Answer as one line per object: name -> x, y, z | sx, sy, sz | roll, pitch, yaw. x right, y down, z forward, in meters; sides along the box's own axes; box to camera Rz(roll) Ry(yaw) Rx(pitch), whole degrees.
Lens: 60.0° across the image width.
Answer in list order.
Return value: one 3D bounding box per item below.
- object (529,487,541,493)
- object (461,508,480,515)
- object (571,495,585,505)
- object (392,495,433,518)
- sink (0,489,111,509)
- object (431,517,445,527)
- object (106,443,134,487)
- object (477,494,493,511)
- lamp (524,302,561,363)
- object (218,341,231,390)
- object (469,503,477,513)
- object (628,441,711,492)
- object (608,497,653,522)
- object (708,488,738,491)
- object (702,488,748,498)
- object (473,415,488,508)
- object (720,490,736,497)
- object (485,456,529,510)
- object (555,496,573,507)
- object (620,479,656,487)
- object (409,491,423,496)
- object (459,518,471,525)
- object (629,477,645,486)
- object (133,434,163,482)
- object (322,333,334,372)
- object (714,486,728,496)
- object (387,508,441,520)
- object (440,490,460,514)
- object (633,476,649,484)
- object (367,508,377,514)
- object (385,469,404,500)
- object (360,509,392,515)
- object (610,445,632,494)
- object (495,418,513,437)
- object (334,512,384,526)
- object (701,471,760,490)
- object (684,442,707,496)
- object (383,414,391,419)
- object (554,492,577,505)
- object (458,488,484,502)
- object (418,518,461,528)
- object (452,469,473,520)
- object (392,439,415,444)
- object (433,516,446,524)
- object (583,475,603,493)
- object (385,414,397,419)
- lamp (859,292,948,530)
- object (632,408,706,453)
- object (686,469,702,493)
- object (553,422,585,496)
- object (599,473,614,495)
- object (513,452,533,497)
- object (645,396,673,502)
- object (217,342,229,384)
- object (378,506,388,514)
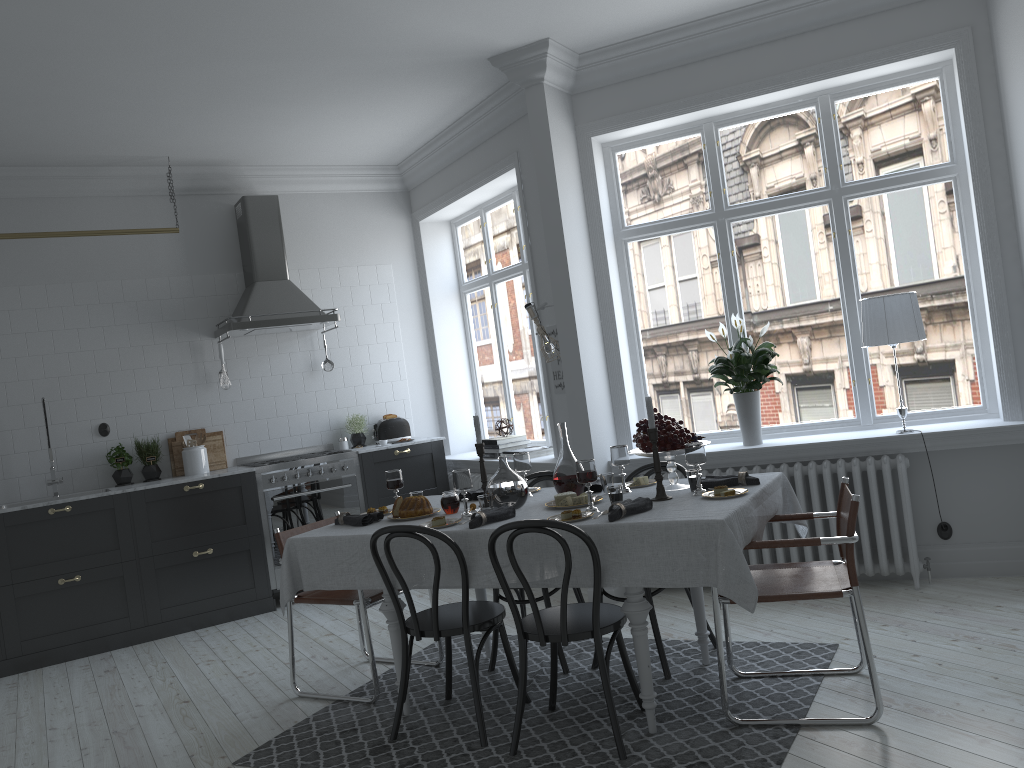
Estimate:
object -> 0.059, 0.545, 4.491 | 0.182, 0.013, 0.182 | -8, 0, -29
object -> -0.185, 0.583, 4.062 | 0.075, 0.009, 0.150 | -8, 0, 6
object -> 0.282, 0.505, 3.811 | 0.077, 0.040, 0.040 | -8, 0, -10
object -> -0.468, 0.576, 4.156 | 0.191, 0.105, 0.164 | -8, 0, -10
sink -> -3.057, 0.872, 5.969 | 0.669, 0.203, 0.384 | -8, 0, -29
object -> -0.315, 0.587, 3.777 | 0.057, 0.037, 0.021 | -8, 0, -39
object -> -2.821, 0.578, 6.386 | 0.172, 0.311, 0.179 | -8, 0, -18
object -> -0.112, 0.531, 3.861 | 0.066, 0.094, 0.066 | -8, 0, -40
lamp -> 0.282, -0.048, 5.614 | 0.312, 0.977, 0.131 | -7, 0, 36
object -> -2.207, -0.142, 6.775 | 0.076, 0.381, 0.074 | -7, 0, 42
object -> -0.188, 0.569, 4.042 | 0.031, 0.031, 0.167 | -8, 0, 6
object -> 0.709, 0.372, 3.937 | 0.367, 0.188, 0.367 | -8, 0, 12
object -> 0.458, 0.476, 3.420 | 0.165, 0.061, 0.247 | -8, 0, 11
object -> 0.886, 0.439, 3.717 | 0.131, 0.012, 0.031 | -8, 0, 24
object -> 0.856, 0.443, 3.565 | 0.182, 0.013, 0.182 | -8, 0, -19
object -> -0.143, 0.362, 4.186 | 0.089, 0.432, 0.089 | -8, 0, -6
object -> 0.863, 0.438, 3.556 | 0.057, 0.021, 0.037 | -8, 0, -29
object -> -0.027, 0.444, 3.962 | 0.194, 0.245, 0.194 | -7, 1, 44
object -> 0.221, 0.502, 3.795 | 0.078, 0.040, 0.039 | -7, 0, 36
object -> 0.601, 0.474, 4.196 | 0.182, 0.013, 0.182 | -8, 0, -29
object -> -0.463, 0.575, 4.340 | 0.066, 0.094, 0.066 | -8, 0, -40
object -> -0.186, 0.583, 3.793 | 0.031, 0.012, 0.131 | -8, 0, 29
object -> 0.584, 0.463, 4.181 | 0.078, 0.040, 0.039 | -7, 0, 36
object -> -2.649, 0.526, 6.468 | 0.186, 0.367, 0.196 | -8, 0, 16
object -> -1.509, -0.263, 7.193 | 0.101, 0.331, 0.030 | -8, 0, -19
object -> 0.847, 0.431, 3.596 | 0.057, 0.037, 0.021 | -8, 0, -8
object -> -0.458, 0.616, 4.166 | 0.251, 0.018, 0.251 | -8, 0, -29
object -> -0.286, 0.549, 4.112 | 0.091, 0.101, 0.091 | -8, 0, 16
object -> 0.606, 0.461, 4.218 | 0.077, 0.039, 0.040 | -7, 0, 31
object -> -0.697, 0.633, 4.398 | 0.038, 0.041, 0.057 | -8, 0, 5
object -> -0.567, 0.530, 4.338 | 0.083, 0.215, 0.083 | -8, 0, -24
object -> -0.666, 0.644, 4.404 | 0.182, 0.013, 0.182 | -8, 0, -29
object -> 0.499, 0.388, 4.031 | 0.083, 0.215, 0.083 | -8, 0, -34
object -> -0.060, 0.339, 6.903 | 0.147, 0.148, 0.147 | -8, 0, -38
object -> -0.745, 0.634, 4.159 | 0.247, 0.061, 0.165 | -8, 0, 11
object -> 0.933, 0.409, 3.820 | 0.247, 0.061, 0.165 | -8, 0, 11
object -> 0.770, 0.354, 3.687 | 0.083, 0.215, 0.083 | -8, 0, -24
object -> -1.027, 0.306, 7.415 | 0.107, 0.110, 0.010 | -8, 0, -24
object -> 0.232, 0.505, 3.878 | 0.100, 0.056, 0.056 | -8, 0, -12
object -> -0.178, 0.554, 4.542 | 0.165, 0.061, 0.247 | -8, 0, 11
object -> -0.308, 0.599, 3.790 | 0.182, 0.013, 0.182 | -8, 0, -14
object -> -0.210, 0.485, 3.894 | 0.083, 0.215, 0.083 | -8, 0, -24
object -> -0.880, 0.463, 7.137 | 0.209, 0.011, 0.209 | -8, 0, 9
object -> -0.313, 0.587, 3.810 | 0.057, 0.037, 0.021 | -8, 0, -11
object -> 0.362, 0.483, 4.258 | 0.165, 0.061, 0.247 | -8, 0, 11
object -> -0.995, 0.307, 7.345 | 0.107, 0.110, 0.010 | -8, 0, -24
lamp -> 2.160, 0.173, 4.900 | 0.335, 1.331, 0.335 | -8, 0, -41
object -> 0.691, 0.208, 3.925 | 0.318, 0.215, 0.347 | -8, 0, 23
object -> 0.777, 0.411, 3.768 | 0.066, 0.094, 0.066 | -8, 0, -40
object -> 0.252, 0.352, 4.077 | 0.152, 0.352, 0.152 | -8, 0, 22
object -> 0.436, 0.456, 4.048 | 0.066, 0.094, 0.066 | -8, 0, -18
object -> 0.058, 0.446, 4.338 | 0.083, 0.215, 0.083 | -8, 0, -24
object -> 0.594, 0.266, 3.683 | 0.089, 0.432, 0.089 | -8, 0, -6
object -> -2.227, -0.163, 6.803 | 0.066, 0.332, 0.024 | -8, 0, -24
object -> -0.640, 0.627, 4.403 | 0.036, 0.039, 0.051 | -8, 0, 11
